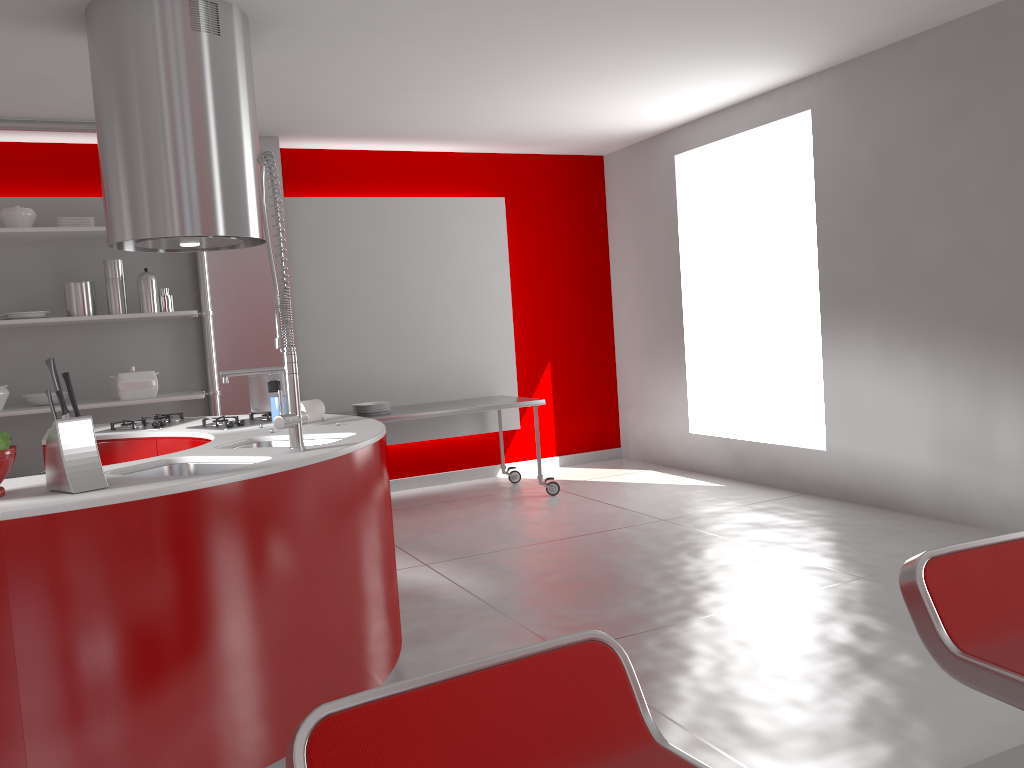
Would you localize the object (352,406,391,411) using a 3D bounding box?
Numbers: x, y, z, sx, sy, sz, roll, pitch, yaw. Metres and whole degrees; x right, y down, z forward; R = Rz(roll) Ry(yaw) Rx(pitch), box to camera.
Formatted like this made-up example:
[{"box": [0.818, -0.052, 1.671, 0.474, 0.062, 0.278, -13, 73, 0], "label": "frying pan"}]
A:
[{"box": [-0.946, 0.171, 5.978, 0.228, 0.020, 0.228, -7, 5, -43], "label": "object"}]

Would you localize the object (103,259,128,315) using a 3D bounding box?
[{"box": [-2.375, -0.576, 5.318, 0.109, 0.329, 0.110, -6, 4, -27], "label": "object"}]

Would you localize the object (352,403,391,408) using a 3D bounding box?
[{"box": [-0.948, 0.151, 5.976, 0.228, 0.020, 0.228, -7, 5, -43], "label": "object"}]

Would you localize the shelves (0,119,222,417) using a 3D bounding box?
[{"box": [-2.678, -0.255, 5.295, 1.735, 2.599, 0.535, -6, 4, -25], "label": "shelves"}]

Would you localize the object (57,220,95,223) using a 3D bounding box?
[{"box": [-2.602, -0.951, 5.296, 0.200, 0.030, 0.200, -6, 4, -25], "label": "object"}]

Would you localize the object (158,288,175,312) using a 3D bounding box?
[{"box": [-2.189, -0.519, 5.562, 0.127, 0.157, 0.127, -5, 4, -15], "label": "object"}]

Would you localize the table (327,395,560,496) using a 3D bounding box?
[{"box": [-0.566, 0.503, 6.215, 1.627, 0.682, 0.749, -6, 4, -24], "label": "table"}]

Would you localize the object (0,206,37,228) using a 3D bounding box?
[{"box": [-2.865, -0.955, 5.147, 0.192, 0.153, 0.192, -5, 4, -12], "label": "object"}]

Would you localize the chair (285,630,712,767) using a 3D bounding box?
[{"box": [0.079, 0.729, 0.808, 0.418, 0.857, 0.460, -6, 4, -30], "label": "chair"}]

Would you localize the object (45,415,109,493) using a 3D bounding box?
[{"box": [-1.084, 0.171, 2.195, 0.137, 0.178, 0.091, -1, 5, 38], "label": "object"}]

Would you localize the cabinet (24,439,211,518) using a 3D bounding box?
[{"box": [-1.647, 0.676, 2.719, 1.025, 0.761, 1.875, -3, 4, 20], "label": "cabinet"}]

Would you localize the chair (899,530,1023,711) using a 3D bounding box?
[{"box": [0.835, 0.655, 1.157, 0.418, 0.857, 0.460, -5, 4, -20], "label": "chair"}]

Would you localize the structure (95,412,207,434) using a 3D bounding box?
[{"box": [-1.587, 0.164, 3.920, 0.303, 0.037, 0.457, -4, 4, 5], "label": "structure"}]

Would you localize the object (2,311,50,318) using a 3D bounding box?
[{"box": [-2.790, -0.388, 5.101, 0.244, 0.042, 0.244, -7, 5, -41], "label": "object"}]

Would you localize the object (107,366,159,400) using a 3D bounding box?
[{"box": [-2.330, -0.009, 5.460, 0.282, 0.197, 0.235, -7, 5, -35], "label": "object"}]

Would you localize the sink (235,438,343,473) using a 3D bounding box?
[{"box": [-0.747, 0.294, 2.982, 0.428, 0.172, 0.326, -3, 4, 14], "label": "sink"}]

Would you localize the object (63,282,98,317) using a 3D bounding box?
[{"box": [-2.572, -0.499, 5.276, 0.184, 0.205, 0.172, -5, 4, -20], "label": "object"}]

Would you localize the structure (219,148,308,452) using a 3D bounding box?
[{"box": [-0.733, -0.254, 2.659, 0.178, 0.920, 0.308, -3, 4, 18], "label": "structure"}]

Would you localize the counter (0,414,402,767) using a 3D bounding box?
[{"box": [-1.384, 0.685, 2.797, 1.868, 0.880, 2.865, -3, 4, 9], "label": "counter"}]

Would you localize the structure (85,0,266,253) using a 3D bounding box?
[{"box": [-1.415, -1.068, 3.775, 0.644, 0.958, 0.644, -2, 4, 31], "label": "structure"}]

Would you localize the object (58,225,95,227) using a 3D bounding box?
[{"box": [-2.600, -0.921, 5.298, 0.200, 0.030, 0.200, -6, 4, -25], "label": "object"}]

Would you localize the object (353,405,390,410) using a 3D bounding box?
[{"box": [-0.947, 0.161, 5.977, 0.228, 0.020, 0.228, -7, 5, -43], "label": "object"}]

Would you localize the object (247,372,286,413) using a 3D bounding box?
[{"box": [-1.031, 0.024, 3.792, 0.218, 0.185, 0.189, -2, 4, 27], "label": "object"}]

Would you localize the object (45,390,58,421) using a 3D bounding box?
[{"box": [-1.118, 0.111, 2.182, 0.091, 0.197, 0.009, -1, 5, 36], "label": "object"}]

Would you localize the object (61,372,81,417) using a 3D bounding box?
[{"box": [-1.085, 0.108, 2.225, 0.130, 0.279, 0.012, -1, 5, 36], "label": "object"}]

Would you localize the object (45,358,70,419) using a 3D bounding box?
[{"box": [-1.110, 0.095, 2.208, 0.150, 0.322, 0.014, -1, 5, 36], "label": "object"}]

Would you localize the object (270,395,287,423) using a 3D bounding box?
[{"box": [-0.905, 0.097, 3.452, 0.109, 0.100, 0.080, -1, 5, 38], "label": "object"}]

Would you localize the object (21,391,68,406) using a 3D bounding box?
[{"box": [-2.800, 0.092, 5.342, 0.272, 0.072, 0.272, -2, 4, 29], "label": "object"}]

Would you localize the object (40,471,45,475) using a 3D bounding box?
[{"box": [-2.707, 0.576, 5.284, 0.196, 0.122, 0.182, -2, 4, 23], "label": "object"}]

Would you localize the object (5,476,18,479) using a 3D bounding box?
[{"box": [-3.051, 0.604, 5.157, 0.308, 0.130, 0.407, -5, 4, -18], "label": "object"}]

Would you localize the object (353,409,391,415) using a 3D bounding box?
[{"box": [-0.945, 0.191, 5.979, 0.228, 0.020, 0.228, -7, 5, -43], "label": "object"}]

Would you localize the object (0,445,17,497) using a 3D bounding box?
[{"box": [-1.327, 0.223, 2.154, 0.228, 0.118, 0.229, -1, 5, 36], "label": "object"}]

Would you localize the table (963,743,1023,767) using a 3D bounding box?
[{"box": [0.889, 0.636, 0.299, 1.700, 1.000, 0.800, -6, 4, -25], "label": "table"}]

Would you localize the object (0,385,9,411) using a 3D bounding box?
[{"box": [-2.993, 0.051, 5.085, 0.192, 0.214, 0.192, -7, 5, -39], "label": "object"}]

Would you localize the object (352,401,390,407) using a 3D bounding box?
[{"box": [-0.948, 0.141, 5.976, 0.228, 0.020, 0.228, -7, 5, -43], "label": "object"}]

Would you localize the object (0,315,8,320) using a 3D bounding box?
[{"box": [-3.045, -0.380, 5.242, 0.244, 0.042, 0.244, -6, 5, -33], "label": "object"}]

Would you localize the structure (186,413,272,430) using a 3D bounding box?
[{"box": [-1.089, 0.143, 3.726, 0.303, 0.037, 0.457, -1, 5, 40], "label": "structure"}]

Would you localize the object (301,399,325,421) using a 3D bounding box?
[{"box": [-0.789, 0.102, 3.393, 0.109, 0.080, 0.100, -1, 5, 35], "label": "object"}]

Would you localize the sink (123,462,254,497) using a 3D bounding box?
[{"box": [-0.910, 0.336, 2.525, 0.428, 0.172, 0.326, -2, 4, 26], "label": "sink"}]

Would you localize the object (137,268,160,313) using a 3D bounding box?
[{"box": [-2.196, -0.563, 5.349, 0.115, 0.274, 0.115, -6, 4, -32], "label": "object"}]

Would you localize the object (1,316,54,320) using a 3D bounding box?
[{"box": [-2.789, -0.375, 5.101, 0.280, 0.015, 0.280, -4, 4, 4], "label": "object"}]

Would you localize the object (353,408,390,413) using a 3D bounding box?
[{"box": [-0.946, 0.181, 5.978, 0.228, 0.020, 0.228, -7, 5, -43], "label": "object"}]

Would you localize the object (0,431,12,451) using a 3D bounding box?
[{"box": [-1.322, 0.169, 2.155, 0.198, 0.182, 0.193, -5, 4, -19], "label": "object"}]

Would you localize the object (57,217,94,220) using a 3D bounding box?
[{"box": [-2.603, -0.967, 5.295, 0.200, 0.030, 0.200, -6, 4, -25], "label": "object"}]

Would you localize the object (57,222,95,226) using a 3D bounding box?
[{"box": [-2.601, -0.937, 5.297, 0.200, 0.030, 0.200, -6, 4, -25], "label": "object"}]
